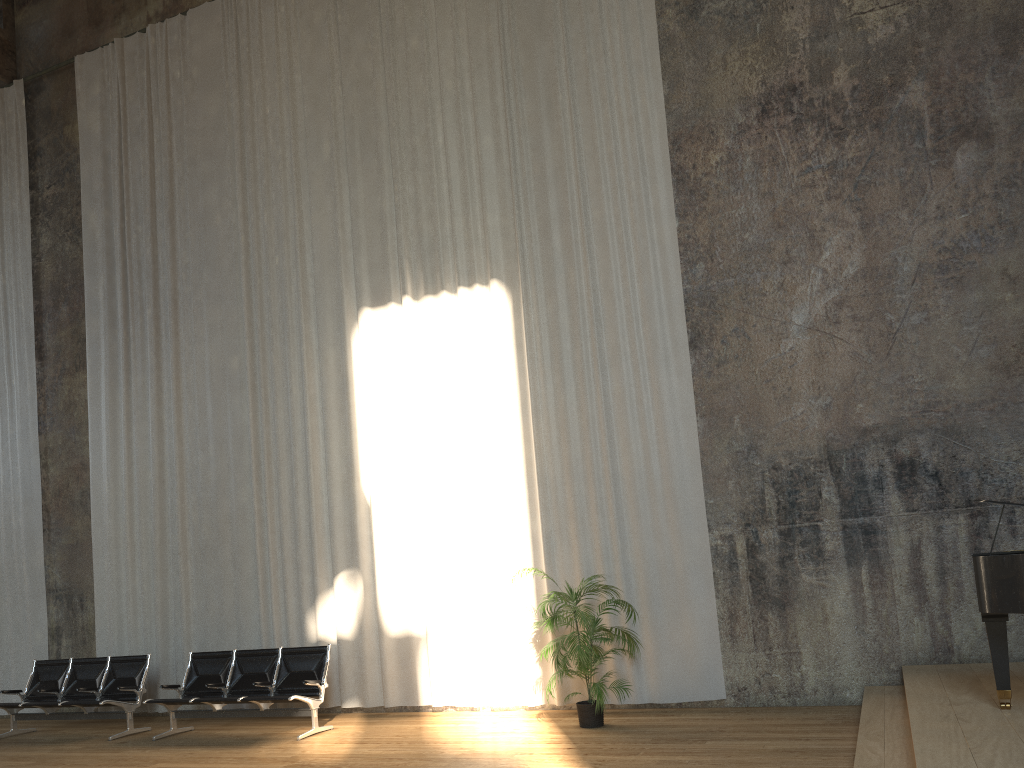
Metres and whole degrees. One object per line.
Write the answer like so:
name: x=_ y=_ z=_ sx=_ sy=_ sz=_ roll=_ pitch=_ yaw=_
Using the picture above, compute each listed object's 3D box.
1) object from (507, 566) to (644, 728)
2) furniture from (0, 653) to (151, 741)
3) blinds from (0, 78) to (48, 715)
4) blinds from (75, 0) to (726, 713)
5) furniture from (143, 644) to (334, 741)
object: x=0.586 y=2.328 z=7.868 sx=1.132 sy=1.436 sz=1.106 roll=-6 pitch=-8 yaw=13
furniture: x=-4.959 y=3.494 z=9.785 sx=1.880 sy=0.831 sz=0.715 roll=-9 pitch=-9 yaw=22
blinds: x=-9.912 y=0.639 z=13.194 sx=7.875 sy=8.532 sz=0.276 roll=-8 pitch=-6 yaw=24
blinds: x=-1.977 y=-0.717 z=9.876 sx=7.875 sy=8.532 sz=0.276 roll=-8 pitch=-6 yaw=24
furniture: x=-2.767 y=3.120 z=8.868 sx=1.880 sy=0.831 sz=0.715 roll=-9 pitch=-9 yaw=22
